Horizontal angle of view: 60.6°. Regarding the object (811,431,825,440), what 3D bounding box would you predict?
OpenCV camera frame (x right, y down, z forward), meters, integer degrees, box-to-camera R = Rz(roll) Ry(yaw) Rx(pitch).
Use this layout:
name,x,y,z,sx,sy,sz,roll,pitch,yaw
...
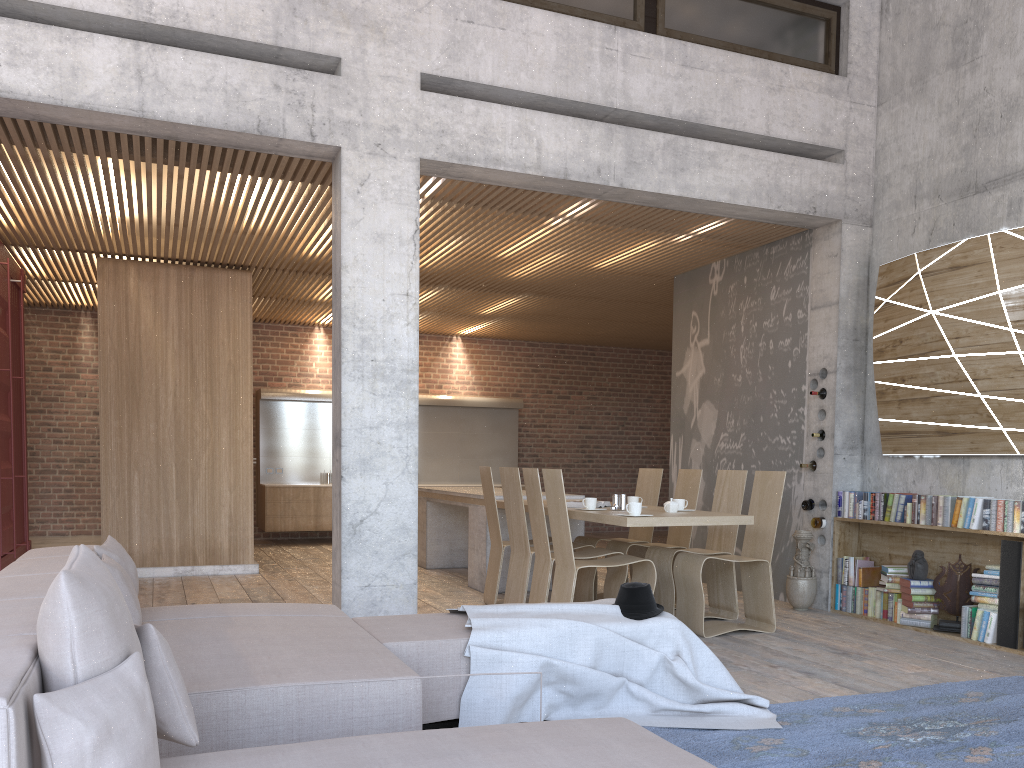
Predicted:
name,x,y,z,sx,sy,sz,roll,pitch,yaw
object,2.709,0.441,7.500,0.347,0.094,0.093,3,-1,-22

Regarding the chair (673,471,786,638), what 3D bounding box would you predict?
name,x,y,z,sx,sy,sz,roll,pitch,yaw
chair,1.599,1.235,6.470,0.722,1.200,0.347,0,3,-22

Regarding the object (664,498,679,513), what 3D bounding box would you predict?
name,x,y,z,sx,sy,sz,roll,pitch,yaw
object,1.156,0.882,6.362,0.122,0.112,0.089,1,0,-31

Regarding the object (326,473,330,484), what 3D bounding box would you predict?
name,x,y,z,sx,sy,sz,roll,pitch,yaw
object,-2.709,1.394,12.940,0.060,0.160,0.059,0,2,-7

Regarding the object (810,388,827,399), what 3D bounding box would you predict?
name,x,y,z,sx,sy,sz,roll,pitch,yaw
object,2.678,0.084,7.464,0.335,0.091,0.090,3,-1,-22

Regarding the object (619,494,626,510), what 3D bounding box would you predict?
name,x,y,z,sx,sy,sz,roll,pitch,yaw
object,0.828,0.882,6.555,0.052,0.112,0.052,2,2,23

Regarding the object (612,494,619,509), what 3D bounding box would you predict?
name,x,y,z,sx,sy,sz,roll,pitch,yaw
object,0.779,0.885,6.586,0.052,0.110,0.052,2,2,23

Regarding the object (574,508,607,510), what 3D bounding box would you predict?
name,x,y,z,sx,sy,sz,roll,pitch,yaw
object,0.587,0.938,6.557,0.185,0.014,0.185,4,-6,-36

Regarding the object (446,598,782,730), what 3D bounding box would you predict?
name,x,y,z,sx,sy,sz,roll,pitch,yaw
object,0.464,1.361,4.450,1.596,0.504,1.045,1,-3,-4

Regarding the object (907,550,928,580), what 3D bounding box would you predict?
name,x,y,z,sx,sy,sz,roll,pitch,yaw
object,3.066,1.366,6.623,0.135,0.230,0.145,0,1,-25

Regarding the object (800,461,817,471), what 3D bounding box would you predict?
name,x,y,z,sx,sy,sz,roll,pitch,yaw
object,2.635,0.709,7.587,0.338,0.095,0.095,3,-1,-22

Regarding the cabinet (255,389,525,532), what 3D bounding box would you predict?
name,x,y,z,sx,sy,sz,roll,pitch,yaw
cabinet,-1.750,1.177,13.466,4.117,2.084,1.071,2,1,-22

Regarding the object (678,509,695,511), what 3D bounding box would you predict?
name,x,y,z,sx,sy,sz,roll,pitch,yaw
object,1.262,0.952,6.615,0.185,0.014,0.185,2,-5,-19

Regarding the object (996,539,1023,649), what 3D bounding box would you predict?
name,x,y,z,sx,sy,sz,roll,pitch,yaw
object,3.462,1.439,5.955,0.273,0.763,0.151,0,3,-22

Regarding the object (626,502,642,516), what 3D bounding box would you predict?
name,x,y,z,sx,sy,sz,roll,pitch,yaw
object,0.818,0.837,5.855,0.093,0.088,0.117,0,-2,22

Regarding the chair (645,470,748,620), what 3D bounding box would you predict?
name,x,y,z,sx,sy,sz,roll,pitch,yaw
chair,1.454,1.276,6.956,0.722,1.200,0.347,0,3,-26

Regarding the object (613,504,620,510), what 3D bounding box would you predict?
name,x,y,z,sx,sy,sz,roll,pitch,yaw
object,0.778,0.911,6.526,0.051,0.045,0.051,1,-1,-4

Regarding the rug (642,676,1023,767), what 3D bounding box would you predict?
name,x,y,z,sx,sy,sz,roll,pitch,yaw
rug,1.842,1.600,4.047,2.919,0.049,1.163,3,-5,-22

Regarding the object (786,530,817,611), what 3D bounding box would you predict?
name,x,y,z,sx,sy,sz,roll,pitch,yaw
object,2.473,1.589,7.482,0.248,0.685,0.270,2,3,30

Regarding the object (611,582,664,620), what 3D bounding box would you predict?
name,x,y,z,sx,sy,sz,roll,pitch,yaw
object,0.630,1.099,4.484,0.298,0.169,0.302,3,-4,-35

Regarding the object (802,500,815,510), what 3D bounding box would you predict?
name,x,y,z,sx,sy,sz,roll,pitch,yaw
object,2.694,1.060,7.668,0.335,0.091,0.090,3,-1,-22

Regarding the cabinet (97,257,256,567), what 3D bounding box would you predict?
name,x,y,z,sx,sy,sz,roll,pitch,yaw
cabinet,-4.129,0.472,10.790,1.517,3.136,3.753,0,-1,-22

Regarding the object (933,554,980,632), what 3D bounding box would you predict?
name,x,y,z,sx,sy,sz,roll,pitch,yaw
object,3.274,1.525,6.428,0.343,0.571,0.195,1,3,28

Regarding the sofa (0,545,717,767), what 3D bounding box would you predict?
name,x,y,z,sx,sy,sz,roll,pitch,yaw
sofa,-0.387,1.124,3.418,3.012,0.787,3.000,3,-5,-22

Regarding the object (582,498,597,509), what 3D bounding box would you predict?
name,x,y,z,sx,sy,sz,roll,pitch,yaw
object,0.583,0.895,6.542,0.093,0.088,0.117,0,-2,22

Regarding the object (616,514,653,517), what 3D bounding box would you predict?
name,x,y,z,sx,sy,sz,roll,pitch,yaw
object,0.822,0.881,5.870,0.185,0.014,0.185,4,-6,-36

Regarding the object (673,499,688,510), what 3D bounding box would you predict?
name,x,y,z,sx,sy,sz,roll,pitch,yaw
object,1.264,0.914,6.621,0.093,0.088,0.117,0,-2,32

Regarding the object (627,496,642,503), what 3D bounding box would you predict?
name,x,y,z,sx,sy,sz,roll,pitch,yaw
object,0.974,0.944,7.012,0.093,0.088,0.117,0,-2,42

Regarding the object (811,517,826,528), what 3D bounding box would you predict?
name,x,y,z,sx,sy,sz,roll,pitch,yaw
object,2.716,1.185,7.501,0.338,0.096,0.095,3,-1,-22

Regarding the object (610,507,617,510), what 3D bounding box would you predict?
name,x,y,z,sx,sy,sz,roll,pitch,yaw
object,0.753,0.925,6.529,0.051,0.019,0.050,4,-5,-39

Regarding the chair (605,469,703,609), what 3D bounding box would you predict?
name,x,y,z,sx,sy,sz,roll,pitch,yaw
chair,1.188,1.311,7.394,0.722,1.200,0.347,0,3,-22

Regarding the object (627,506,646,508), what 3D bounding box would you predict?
name,x,y,z,sx,sy,sz,roll,pitch,yaw
object,0.971,0.983,7.006,0.185,0.014,0.185,2,-5,-9
